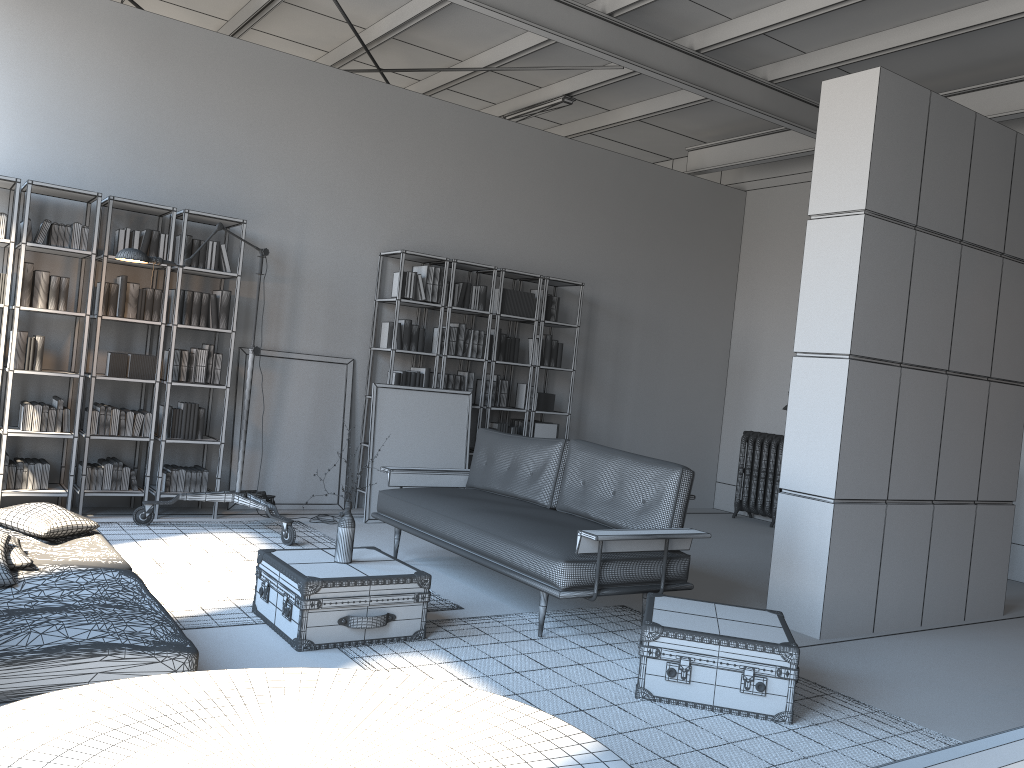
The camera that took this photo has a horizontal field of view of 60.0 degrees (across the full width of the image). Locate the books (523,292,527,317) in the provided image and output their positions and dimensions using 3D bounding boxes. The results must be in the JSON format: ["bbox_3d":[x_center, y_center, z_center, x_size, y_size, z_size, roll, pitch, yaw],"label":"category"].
[{"bbox_3d":[0.071,-0.740,8.273,0.016,0.240,0.182,6,1,-34],"label":"books"}]

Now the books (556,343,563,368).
[{"bbox_3d":[0.418,-0.277,8.596,0.057,0.244,0.180,6,1,-34],"label":"books"}]

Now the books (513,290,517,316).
[{"bbox_3d":[-0.019,-0.749,8.211,0.016,0.240,0.182,6,1,-34],"label":"books"}]

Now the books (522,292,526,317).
[{"bbox_3d":[0.058,-0.741,8.265,0.016,0.240,0.182,6,1,-34],"label":"books"}]

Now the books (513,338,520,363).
[{"bbox_3d":[-0.001,-0.316,8.432,0.057,0.244,0.180,6,1,-34],"label":"books"}]

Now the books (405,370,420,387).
[{"bbox_3d":[-0.882,0.012,7.794,0.027,0.258,0.189,5,1,-44],"label":"books"}]

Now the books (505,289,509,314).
[{"bbox_3d":[-0.097,-0.756,8.158,0.016,0.240,0.182,6,1,-34],"label":"books"}]

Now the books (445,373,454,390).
[{"bbox_3d":[-0.612,0.036,8.028,0.062,0.265,0.193,6,1,-34],"label":"books"}]

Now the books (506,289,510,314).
[{"bbox_3d":[-0.084,-0.755,8.167,0.016,0.240,0.182,6,1,-34],"label":"books"}]

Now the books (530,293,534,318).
[{"bbox_3d":[0.136,-0.734,8.318,0.016,0.240,0.182,6,1,-34],"label":"books"}]

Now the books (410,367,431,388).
[{"bbox_3d":[-0.820,0.001,7.849,0.048,0.299,0.243,5,1,-44],"label":"books"}]

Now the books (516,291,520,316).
[{"bbox_3d":[0.006,-0.746,8.229,0.016,0.240,0.182,6,1,-34],"label":"books"}]

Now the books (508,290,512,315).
[{"bbox_3d":[-0.071,-0.754,8.176,0.016,0.240,0.182,6,1,-34],"label":"books"}]

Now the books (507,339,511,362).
[{"bbox_3d":[-0.068,-0.313,8.349,0.022,0.227,0.165,6,1,-34],"label":"books"}]

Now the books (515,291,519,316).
[{"bbox_3d":[-0.006,-0.747,8.220,0.016,0.240,0.182,6,1,-34],"label":"books"}]

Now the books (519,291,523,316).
[{"bbox_3d":[0.032,-0.744,8.247,0.016,0.240,0.182,6,1,-34],"label":"books"}]

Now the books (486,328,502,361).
[{"bbox_3d":[-0.179,-0.366,8.256,0.038,0.304,0.224,6,1,-34],"label":"books"}]

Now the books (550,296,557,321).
[{"bbox_3d":[0.342,-0.721,8.514,0.054,0.248,0.180,6,1,-34],"label":"books"}]

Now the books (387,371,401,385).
[{"bbox_3d":[-1.026,0.011,7.676,0.053,0.229,0.162,6,1,-37],"label":"books"}]

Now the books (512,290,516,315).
[{"bbox_3d":[-0.032,-0.750,8.203,0.016,0.240,0.182,6,1,-34],"label":"books"}]

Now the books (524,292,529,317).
[{"bbox_3d":[0.084,-0.739,8.282,0.016,0.240,0.182,6,1,-34],"label":"books"}]

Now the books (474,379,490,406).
[{"bbox_3d":[-0.277,0.080,8.247,0.057,0.244,0.178,6,1,-34],"label":"books"}]

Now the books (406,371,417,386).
[{"bbox_3d":[-0.915,0.013,7.770,0.054,0.248,0.180,5,1,-44],"label":"books"}]

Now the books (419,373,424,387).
[{"bbox_3d":[-0.861,0.023,7.816,0.194,0.241,0.030,6,1,43],"label":"books"}]

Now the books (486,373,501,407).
[{"bbox_3d":[-0.197,0.056,8.338,0.038,0.303,0.222,6,1,-34],"label":"books"}]

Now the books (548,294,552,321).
[{"bbox_3d":[0.307,-0.730,8.496,0.027,0.258,0.189,6,1,-34],"label":"books"}]

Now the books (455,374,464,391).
[{"bbox_3d":[-0.505,0.048,8.113,0.084,0.267,0.193,6,1,-35],"label":"books"}]

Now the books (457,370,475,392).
[{"bbox_3d":[-0.441,0.032,8.153,0.071,0.303,0.222,6,1,-34],"label":"books"}]

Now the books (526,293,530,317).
[{"bbox_3d":[0.097,-0.737,8.291,0.016,0.240,0.182,6,1,-34],"label":"books"}]

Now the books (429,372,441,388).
[{"bbox_3d":[-0.712,0.027,7.946,0.062,0.265,0.193,6,1,-34],"label":"books"}]

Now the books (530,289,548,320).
[{"bbox_3d":[0.239,-0.753,8.452,0.048,0.299,0.243,6,1,-34],"label":"books"}]

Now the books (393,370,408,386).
[{"bbox_3d":[-0.984,0.007,7.712,0.043,0.245,0.170,5,1,-44],"label":"books"}]

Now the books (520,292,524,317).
[{"bbox_3d":[0.045,-0.742,8.256,0.016,0.240,0.182,6,1,-34],"label":"books"}]

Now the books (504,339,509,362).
[{"bbox_3d":[-0.085,-0.315,8.336,0.022,0.227,0.165,6,1,-34],"label":"books"}]

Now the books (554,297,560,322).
[{"bbox_3d":[0.385,-0.715,8.536,0.029,0.243,0.168,6,1,-39],"label":"books"}]

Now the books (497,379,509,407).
[{"bbox_3d":[-0.128,0.084,8.345,0.091,0.265,0.193,6,1,-34],"label":"books"}]

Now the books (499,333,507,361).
[{"bbox_3d":[-0.143,-0.341,8.324,0.091,0.266,0.195,6,1,-34],"label":"books"}]

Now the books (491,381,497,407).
[{"bbox_3d":[-0.222,0.086,8.271,0.057,0.244,0.178,6,1,-34],"label":"books"}]

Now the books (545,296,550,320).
[{"bbox_3d":[0.280,-0.723,8.478,0.030,0.241,0.194,6,1,-37],"label":"books"}]

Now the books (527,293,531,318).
[{"bbox_3d":[0.110,-0.736,8.300,0.016,0.240,0.182,6,1,-34],"label":"books"}]

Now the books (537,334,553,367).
[{"bbox_3d":[0.290,-0.322,8.484,0.071,0.304,0.224,6,1,-34],"label":"books"}]

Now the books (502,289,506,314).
[{"bbox_3d":[-0.123,-0.759,8.141,0.016,0.240,0.182,6,1,-34],"label":"books"}]

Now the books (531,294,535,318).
[{"bbox_3d":[0.148,-0.732,8.327,0.016,0.240,0.182,6,1,-34],"label":"books"}]

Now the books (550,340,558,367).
[{"bbox_3d":[0.351,-0.295,8.552,0.091,0.266,0.195,6,1,-34],"label":"books"}]

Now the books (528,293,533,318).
[{"bbox_3d":[0.123,-0.735,8.309,0.016,0.240,0.182,6,1,-34],"label":"books"}]

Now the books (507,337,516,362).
[{"bbox_3d":[-0.044,-0.320,8.390,0.057,0.244,0.180,6,1,-34],"label":"books"}]

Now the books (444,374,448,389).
[{"bbox_3d":[-0.662,0.031,7.988,0.062,0.265,0.193,6,1,-34],"label":"books"}]

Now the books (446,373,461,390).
[{"bbox_3d":[-0.552,0.042,8.054,0.062,0.265,0.193,6,1,-34],"label":"books"}]

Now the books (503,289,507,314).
[{"bbox_3d":[-0.110,-0.758,8.149,0.016,0.240,0.182,6,1,-34],"label":"books"}]

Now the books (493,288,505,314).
[{"bbox_3d":[-0.135,-0.760,8.132,0.016,0.240,0.182,6,1,-34],"label":"books"}]

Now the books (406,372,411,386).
[{"bbox_3d":[-0.954,0.011,7.741,0.168,0.243,0.029,6,1,41],"label":"books"}]

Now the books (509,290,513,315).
[{"bbox_3d":[-0.058,-0.752,8.185,0.016,0.240,0.182,6,1,-34],"label":"books"}]

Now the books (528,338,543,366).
[{"bbox_3d":[0.227,-0.306,8.442,0.084,0.268,0.195,6,1,-33],"label":"books"}]

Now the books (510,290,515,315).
[{"bbox_3d":[-0.045,-0.751,8.194,0.016,0.240,0.182,6,1,-34],"label":"books"}]

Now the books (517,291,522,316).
[{"bbox_3d":[0.019,-0.745,8.238,0.016,0.240,0.182,6,1,-34],"label":"books"}]
